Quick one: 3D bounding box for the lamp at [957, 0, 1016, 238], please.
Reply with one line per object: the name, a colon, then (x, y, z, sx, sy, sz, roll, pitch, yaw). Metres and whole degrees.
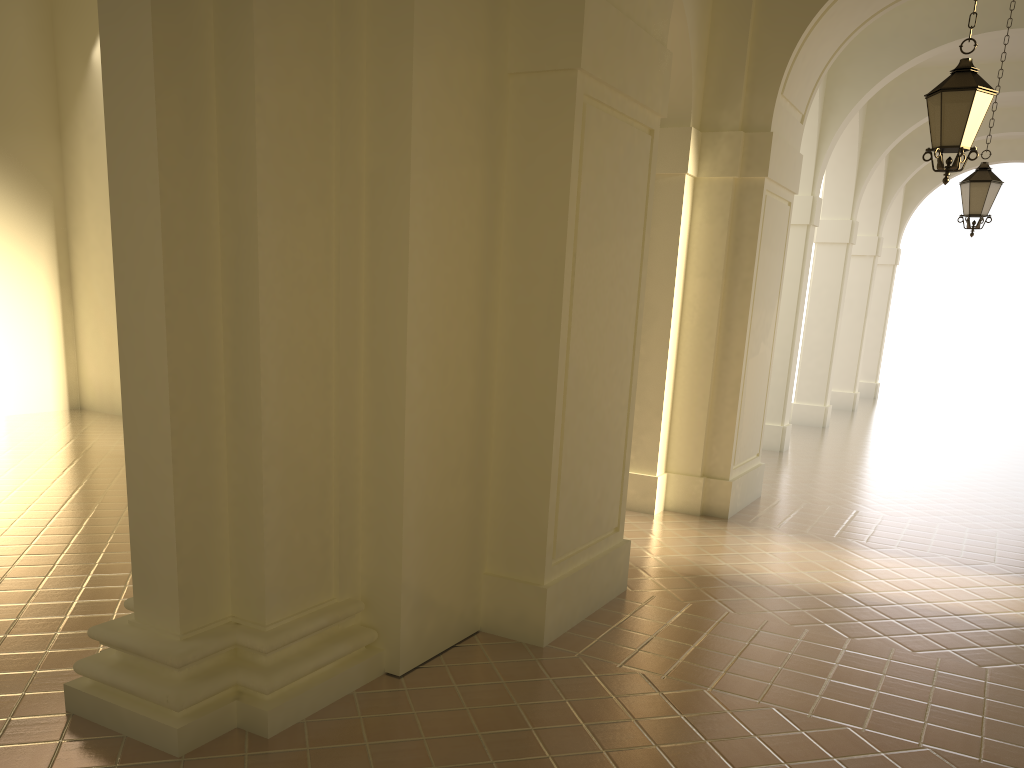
lamp: (5.919, -3.521, 10.695, 0.504, 3.436, 0.431, 11, 16, 28)

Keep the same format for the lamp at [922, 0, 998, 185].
lamp: (3.460, -3.209, 6.398, 0.442, 3.436, 0.491, 3, 14, -1)
